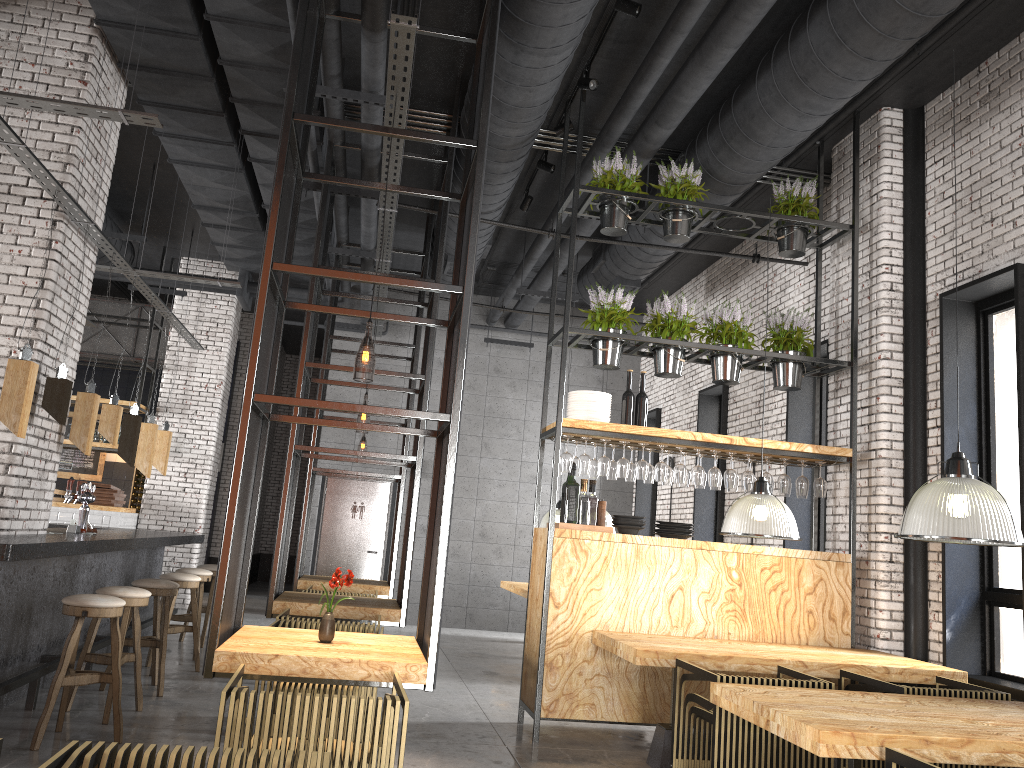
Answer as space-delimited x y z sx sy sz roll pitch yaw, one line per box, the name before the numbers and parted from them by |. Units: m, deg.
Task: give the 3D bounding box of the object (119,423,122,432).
object | -5.404 0.678 12.417 0.157 0.407 0.105 6 -11 -5

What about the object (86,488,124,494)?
object | -5.420 1.419 11.792 0.405 0.044 0.634 8 -10 -15

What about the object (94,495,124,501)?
object | -5.427 1.506 11.775 0.405 0.044 0.634 7 -10 -12

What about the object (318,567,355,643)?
object | -0.856 1.078 4.336 0.156 0.356 0.170 -4 -14 38

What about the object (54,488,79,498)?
object | -5.874 1.453 11.723 0.436 0.154 0.438 -3 -13 38

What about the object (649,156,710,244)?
object | 1.351 -1.439 7.199 0.467 0.561 0.415 -4 -14 39

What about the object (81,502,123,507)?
object | -5.434 1.593 11.758 0.405 0.044 0.634 7 -10 -13

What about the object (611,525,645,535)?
object | 0.870 1.101 6.650 0.257 0.068 0.256 5 -10 -1

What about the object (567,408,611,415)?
object | 0.584 0.227 6.761 0.334 0.039 0.334 14 -13 -42

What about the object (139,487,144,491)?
object | -6.239 1.769 14.958 0.079 0.080 0.280 6 -10 -9

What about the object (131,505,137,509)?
object | -6.364 2.074 14.917 0.079 0.080 0.280 6 -10 -9

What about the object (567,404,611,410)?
object | 0.587 0.193 6.767 0.334 0.039 0.333 5 -10 -1

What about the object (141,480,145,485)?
object | -6.234 1.669 14.998 0.079 0.079 0.282 6 -10 -9

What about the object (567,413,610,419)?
object | 0.581 0.266 6.753 0.334 0.037 0.334 14 -13 -42

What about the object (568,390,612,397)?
object | 0.595 0.098 6.786 0.334 0.039 0.334 12 -12 -34

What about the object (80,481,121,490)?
object | -5.456 1.360 11.732 0.406 0.094 0.634 7 -10 -11

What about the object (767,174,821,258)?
object | 2.322 -1.335 7.319 0.416 0.561 0.465 5 -11 1

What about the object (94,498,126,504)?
object | -5.431 1.550 11.767 0.405 0.044 0.633 6 -10 -6

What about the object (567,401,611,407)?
object | 0.588 0.173 6.770 0.334 0.043 0.334 10 -11 -25

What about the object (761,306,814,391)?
object | 2.213 -0.235 7.123 0.416 0.561 0.465 3 -11 10

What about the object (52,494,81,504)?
object | -5.882 1.519 11.707 0.437 0.098 0.435 2 -10 16

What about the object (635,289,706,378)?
object | 1.243 -0.338 7.012 0.467 0.561 0.415 8 -11 -14

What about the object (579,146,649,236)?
object | 0.831 -1.491 7.156 0.466 0.561 0.415 12 -13 -34

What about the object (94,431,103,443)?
object | -5.665 0.720 12.157 0.118 0.181 0.118 0 -12 24

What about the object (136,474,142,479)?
object | -6.317 1.556 15.004 0.079 0.079 0.282 6 -10 -9

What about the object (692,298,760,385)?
object | 1.713 -0.284 7.090 0.416 0.561 0.466 -3 -13 37

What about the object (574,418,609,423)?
object | 0.578 0.304 6.745 0.334 0.033 0.333 -1 -11 29

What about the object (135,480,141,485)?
object | -6.322 1.655 14.961 0.079 0.079 0.282 6 -10 -9

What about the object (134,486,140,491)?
object | -6.338 1.764 14.978 0.079 0.080 0.280 6 -10 -9

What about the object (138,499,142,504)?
object | -6.263 1.982 14.955 0.079 0.080 0.280 6 -10 -9

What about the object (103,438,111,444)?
object | -5.548 0.735 12.188 0.118 0.181 0.118 12 -13 -32

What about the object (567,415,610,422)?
object | 0.579 0.284 6.750 0.334 0.046 0.333 10 -11 -27

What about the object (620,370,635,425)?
object | 0.897 0.124 6.832 0.098 0.473 0.098 11 -13 -30

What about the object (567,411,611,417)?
object | 0.582 0.246 6.756 0.334 0.040 0.334 -5 -14 44

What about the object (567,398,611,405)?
object | 0.590 0.155 6.775 0.334 0.041 0.334 13 -13 -39

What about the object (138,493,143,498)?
object | -6.247 1.872 14.934 0.079 0.080 0.280 6 -10 -9

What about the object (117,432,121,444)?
object | -5.432 0.751 12.224 0.118 0.181 0.118 10 -12 -25

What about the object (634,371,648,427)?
object | 1.003 0.136 6.848 0.098 0.473 0.098 11 -13 -30

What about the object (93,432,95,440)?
object | -5.787 0.708 12.148 0.118 0.181 0.118 -4 -14 40

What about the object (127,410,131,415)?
object | -5.398 0.602 12.426 0.140 0.552 0.096 6 -11 -4

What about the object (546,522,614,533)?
object | 0.504 1.081 6.644 0.411 0.050 0.410 7 -10 -9

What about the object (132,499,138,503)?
object | -6.353 1.968 14.922 0.079 0.080 0.280 6 -10 -9

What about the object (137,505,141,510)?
object | -6.269 2.082 14.916 0.079 0.080 0.280 6 -10 -9

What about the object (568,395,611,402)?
object | 0.591 0.135 6.779 0.334 0.044 0.334 13 -13 -37

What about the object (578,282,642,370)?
object | 0.755 -0.399 6.901 0.415 0.561 0.467 15 -14 -43

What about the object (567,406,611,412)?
object | 0.586 0.208 6.763 0.335 0.041 0.333 3 -10 13

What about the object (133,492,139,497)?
object | -6.342 1.864 14.934 0.079 0.080 0.280 6 -10 -9

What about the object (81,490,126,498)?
object | -5.423 1.463 11.784 0.405 0.044 0.633 6 -10 -8

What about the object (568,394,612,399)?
object | 0.593 0.117 6.782 0.334 0.039 0.334 11 -12 -33
